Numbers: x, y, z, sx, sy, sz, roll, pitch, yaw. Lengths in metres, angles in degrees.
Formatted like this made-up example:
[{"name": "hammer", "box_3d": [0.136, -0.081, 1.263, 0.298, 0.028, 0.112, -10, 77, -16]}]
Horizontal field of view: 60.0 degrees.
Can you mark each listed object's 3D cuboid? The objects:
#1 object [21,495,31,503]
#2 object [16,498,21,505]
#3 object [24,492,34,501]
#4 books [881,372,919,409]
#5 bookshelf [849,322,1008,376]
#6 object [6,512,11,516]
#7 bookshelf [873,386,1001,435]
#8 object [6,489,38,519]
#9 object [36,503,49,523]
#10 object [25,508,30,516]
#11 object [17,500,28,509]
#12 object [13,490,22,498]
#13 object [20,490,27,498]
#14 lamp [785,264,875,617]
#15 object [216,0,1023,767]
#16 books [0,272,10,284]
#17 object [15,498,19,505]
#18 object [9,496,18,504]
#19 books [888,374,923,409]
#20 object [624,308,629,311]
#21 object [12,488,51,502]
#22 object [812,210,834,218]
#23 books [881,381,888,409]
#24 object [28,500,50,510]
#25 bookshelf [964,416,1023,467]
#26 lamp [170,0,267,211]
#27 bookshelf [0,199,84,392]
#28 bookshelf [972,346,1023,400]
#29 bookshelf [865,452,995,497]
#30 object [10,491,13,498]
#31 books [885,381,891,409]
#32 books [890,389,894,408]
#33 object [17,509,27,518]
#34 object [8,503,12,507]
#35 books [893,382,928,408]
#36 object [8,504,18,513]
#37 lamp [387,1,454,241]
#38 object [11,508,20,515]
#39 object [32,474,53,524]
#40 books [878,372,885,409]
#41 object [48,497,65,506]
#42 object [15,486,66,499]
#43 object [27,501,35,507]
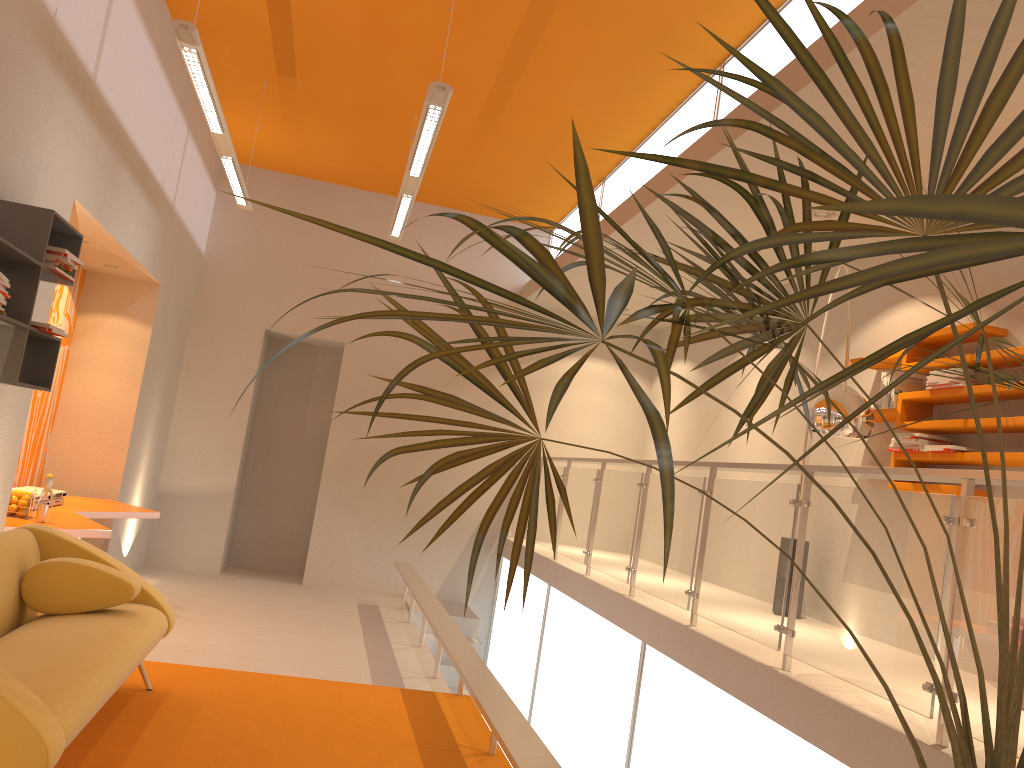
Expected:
[{"name": "object", "box_3d": [-2.894, 0.687, 5.280, 0.053, 0.051, 0.063, 11, -6, -20]}, {"name": "object", "box_3d": [-2.933, 0.709, 5.302, 0.051, 0.053, 0.064, 6, -7, 27]}, {"name": "object", "box_3d": [-2.904, 0.679, 5.334, 0.057, 0.060, 0.052, 8, -6, 12]}, {"name": "books", "box_3d": [2.398, 0.058, 5.481, 0.230, 0.227, 0.017, 10, -6, -11]}, {"name": "bookshelf", "box_3d": [2.473, -0.169, 5.379, 0.220, 0.220, 1.150, 10, -6, -11]}, {"name": "object", "box_3d": [-2.980, 0.753, 5.233, 0.050, 0.055, 0.061, 11, -6, -20]}, {"name": "bookshelf", "box_3d": [2.419, 0.181, 5.342, 0.220, 0.220, 1.150, 10, -6, -11]}, {"name": "object", "box_3d": [-2.967, 0.699, 5.280, 0.207, 0.174, 0.189, 10, -6, -11]}, {"name": "object", "box_3d": [-2.759, 0.758, 5.207, 0.060, 0.106, 0.060, 7, -6, 21]}, {"name": "object", "box_3d": [-2.916, 0.767, 5.298, 0.061, 0.053, 0.053, 12, -7, -23]}, {"name": "object", "box_3d": [-2.891, 0.712, 5.236, 0.053, 0.055, 0.060, 11, -7, -23]}, {"name": "object", "box_3d": [-2.956, 0.659, 5.294, 0.063, 0.053, 0.051, 6, -7, 25]}, {"name": "object", "box_3d": [-2.952, 0.669, 5.353, 0.063, 0.051, 0.053, 11, -6, -18]}, {"name": "lamp", "box_3d": [1.839, 0.361, 5.382, 0.315, 2.259, 2.077, 8, -6, 12]}, {"name": "object", "box_3d": [1.022, 0.464, 1.554, 3.098, 2.600, 3.241, 9, -6, -3]}, {"name": "books", "box_3d": [-2.102, -0.437, 3.450, 0.230, 0.017, 0.226, 11, -6, -21]}, {"name": "object", "box_3d": [-2.977, 0.709, 5.337, 0.052, 0.053, 0.062, 9, -6, -4]}, {"name": "object", "box_3d": [-2.953, 0.686, 5.248, 0.061, 0.051, 0.055, 7, -6, 18]}, {"name": "books", "box_3d": [2.399, 0.059, 5.406, 0.207, 0.210, 0.021, 10, -6, -11]}, {"name": "object", "box_3d": [1.184, -0.818, 9.460, 0.143, 0.059, 0.143, 14, -8, -39]}, {"name": "object", "box_3d": [-3.207, 0.734, 5.822, 0.262, 0.049, 0.349, 10, -6, -11]}, {"name": "object", "box_3d": [1.978, -1.102, 5.651, 0.143, 0.059, 0.143, 14, -8, -39]}, {"name": "books", "box_3d": [2.390, 0.083, 5.455, 0.230, 0.169, 0.027, 10, -6, -11]}, {"name": "object", "box_3d": [-3.215, 0.782, 5.816, 0.262, 0.049, 0.349, 10, -6, -11]}, {"name": "bookshelf", "box_3d": [2.631, 0.272, 4.169, 0.220, 0.220, 1.150, 10, -6, -11]}, {"name": "lamp", "box_3d": [-1.787, -2.045, 5.762, 0.120, 1.052, 3.195, 10, -6, -11]}, {"name": "bookshelf", "box_3d": [-2.110, -0.443, 3.372, 0.252, 0.790, 2.000, 10, -6, -11]}, {"name": "bookshelf", "box_3d": [2.686, -0.080, 4.207, 0.220, 0.220, 1.150, 10, -6, -11]}, {"name": "bookshelf", "box_3d": [2.364, 0.532, 5.304, 0.220, 0.220, 1.150, 10, -6, -11]}, {"name": "object", "box_3d": [-2.968, 0.650, 5.219, 0.059, 0.060, 0.050, 6, -7, 24]}, {"name": "books", "box_3d": [2.403, 0.082, 5.430, 0.230, 0.169, 0.027, 10, -6, -11]}, {"name": "books", "box_3d": [2.400, 0.084, 5.388, 0.207, 0.156, 0.009, 10, -6, -11]}, {"name": "object", "box_3d": [-2.897, 0.763, 5.241, 0.053, 0.053, 0.061, 11, -6, -21]}, {"name": "object", "box_3d": [-3.006, 0.712, 5.274, 0.062, 0.053, 0.051, 5, -7, 32]}, {"name": "books", "box_3d": [2.417, 0.079, 5.377, 0.230, 0.169, 0.023, 10, -6, -11]}, {"name": "object", "box_3d": [-2.937, 0.734, 5.219, 0.052, 0.053, 0.062, 12, -7, -29]}, {"name": "lamp", "box_3d": [-0.599, -1.834, 5.994, 0.120, 1.052, 3.195, 10, -6, -11]}, {"name": "object", "box_3d": [-2.973, 0.751, 5.292, 0.052, 0.060, 0.057, 5, -7, 30]}, {"name": "object", "box_3d": [-2.754, 0.669, 5.227, 0.101, 0.288, 0.088, 14, -8, -41]}, {"name": "books", "box_3d": [2.387, 0.058, 5.498, 0.230, 0.227, 0.017, 10, -6, -11]}, {"name": "object", "box_3d": [-3.293, 0.806, 6.162, 0.250, 0.049, 0.349, 10, -6, -11]}, {"name": "object", "box_3d": [-3.280, 0.759, 6.168, 0.262, 0.049, 0.349, 10, -6, -11]}, {"name": "object", "box_3d": [-2.918, 0.719, 5.357, 0.063, 0.051, 0.053, 10, -6, -7]}]
